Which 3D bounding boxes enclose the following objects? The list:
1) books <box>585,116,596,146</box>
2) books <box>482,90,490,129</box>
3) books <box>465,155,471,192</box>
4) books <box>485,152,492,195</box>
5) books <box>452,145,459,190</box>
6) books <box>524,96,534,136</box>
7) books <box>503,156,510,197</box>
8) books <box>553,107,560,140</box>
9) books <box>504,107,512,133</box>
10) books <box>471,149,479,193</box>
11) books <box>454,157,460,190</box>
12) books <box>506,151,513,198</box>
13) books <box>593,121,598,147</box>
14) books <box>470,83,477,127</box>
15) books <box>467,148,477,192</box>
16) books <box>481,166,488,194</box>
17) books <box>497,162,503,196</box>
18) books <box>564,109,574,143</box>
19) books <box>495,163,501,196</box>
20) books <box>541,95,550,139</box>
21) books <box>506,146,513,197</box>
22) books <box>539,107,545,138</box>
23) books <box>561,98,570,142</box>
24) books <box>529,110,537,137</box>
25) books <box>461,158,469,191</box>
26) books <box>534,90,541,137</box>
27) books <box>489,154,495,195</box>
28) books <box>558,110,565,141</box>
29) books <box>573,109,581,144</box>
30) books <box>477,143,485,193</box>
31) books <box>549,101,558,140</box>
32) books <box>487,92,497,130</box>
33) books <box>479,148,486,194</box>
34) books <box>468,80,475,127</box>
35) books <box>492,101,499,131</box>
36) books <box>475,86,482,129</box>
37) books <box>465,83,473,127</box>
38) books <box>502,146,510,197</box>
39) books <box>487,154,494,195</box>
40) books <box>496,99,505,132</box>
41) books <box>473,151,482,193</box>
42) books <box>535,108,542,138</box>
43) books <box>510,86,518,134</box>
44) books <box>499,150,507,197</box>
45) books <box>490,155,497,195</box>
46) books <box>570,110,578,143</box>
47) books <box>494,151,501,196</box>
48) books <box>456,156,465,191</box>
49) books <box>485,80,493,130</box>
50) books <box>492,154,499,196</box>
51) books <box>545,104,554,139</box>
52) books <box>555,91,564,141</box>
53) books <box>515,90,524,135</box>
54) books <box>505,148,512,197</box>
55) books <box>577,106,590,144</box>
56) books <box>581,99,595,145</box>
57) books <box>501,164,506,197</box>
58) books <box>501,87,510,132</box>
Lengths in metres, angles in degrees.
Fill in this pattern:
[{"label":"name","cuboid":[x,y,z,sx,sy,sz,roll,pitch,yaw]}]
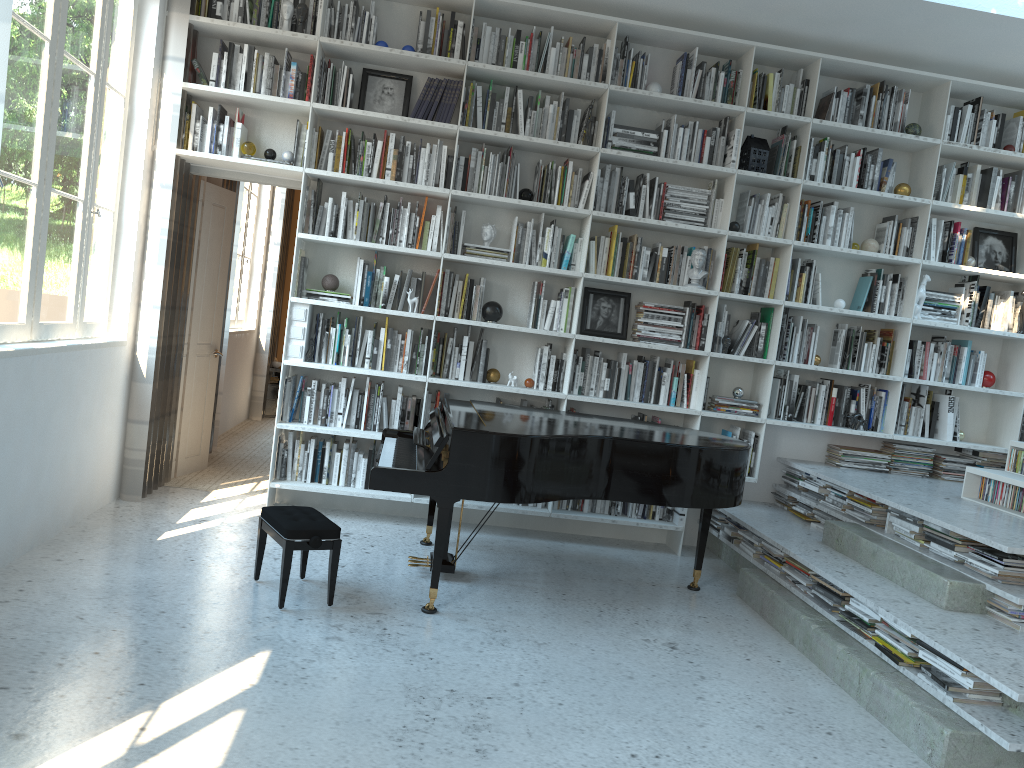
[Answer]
[{"label":"books","cuboid":[0.475,-1.515,5.425,0.028,0.212,0.134,7,4,-7]},{"label":"books","cuboid":[-0.163,-1.617,5.326,0.011,0.260,0.157,7,4,-7]},{"label":"books","cuboid":[-0.270,-1.252,5.354,0.012,0.240,0.134,7,4,-7]},{"label":"books","cuboid":[-0.148,-1.247,5.342,0.009,0.263,0.189,7,4,-7]},{"label":"books","cuboid":[-0.346,-1.285,5.349,0.012,0.285,0.159,7,4,-7]},{"label":"books","cuboid":[0.092,-1.589,5.364,0.027,0.265,0.168,7,4,-7]},{"label":"books","cuboid":[-0.041,-1.234,5.374,0.010,0.262,0.158,7,4,-7]},{"label":"books","cuboid":[0.257,-1.551,5.381,0.013,0.231,0.141,7,4,-7]},{"label":"books","cuboid":[-0.031,-1.561,5.355,0.034,0.180,0.160,7,4,-7]},{"label":"books","cuboid":[-0.230,-1.265,5.346,0.012,0.276,0.157,7,4,-7]},{"label":"books","cuboid":[-0.337,-1.243,5.337,0.015,0.208,0.186,7,4,-7]},{"label":"books","cuboid":[-0.022,-1.254,5.383,0.005,0.306,0.162,7,4,-7]},{"label":"books","cuboid":[0.497,-1.504,5.435,0.019,0.194,0.098,7,4,-7]},{"label":"books","cuboid":[-0.237,-1.640,5.317,0.010,0.287,0.148,7,4,-7]},{"label":"books","cuboid":[-0.248,-1.269,5.347,0.026,0.280,0.150,7,4,-7]},{"label":"books","cuboid":[-0.173,-1.213,5.367,0.029,0.187,0.149,7,4,-7]},{"label":"books","cuboid":[-0.082,-1.222,5.384,0.011,0.226,0.129,7,4,-7]},{"label":"books","cuboid":[0.334,-1.534,5.384,0.030,0.218,0.182,7,4,-7]},{"label":"books","cuboid":[-0.091,-1.213,5.359,0.011,0.209,0.181,7,4,-7]},{"label":"books","cuboid":[0.192,-1.587,5.380,0.026,0.287,0.137,7,4,-7]},{"label":"books","cuboid":[-0.025,-1.268,5.382,0.005,0.331,0.161,7,4,-7]},{"label":"books","cuboid":[0.170,-1.550,5.368,0.010,0.208,0.173,7,4,-7]},{"label":"books","cuboid":[0.311,-1.575,5.398,0.022,0.291,0.146,7,4,-7]},{"label":"books","cuboid":[0.114,-1.543,5.363,0.028,0.180,0.168,7,4,-7]},{"label":"books","cuboid":[-0.291,-1.245,5.365,0.024,0.219,0.140,7,4,-7]},{"label":"books","cuboid":[0.142,-1.604,5.361,0.012,0.308,0.145,7,4,-7]},{"label":"books","cuboid":[-0.130,-1.246,5.369,0.010,0.262,0.169,7,4,-7]},{"label":"books","cuboid":[0.284,-1.539,5.396,0.024,0.213,0.150,7,4,-7]},{"label":"books","cuboid":[0.381,-1.539,5.407,0.025,0.237,0.152,7,4,-7]},{"label":"books","cuboid":[-0.194,-1.282,5.363,0.011,0.317,0.154,7,4,-7]},{"label":"books","cuboid":[0.238,-1.568,5.381,0.028,0.261,0.135,7,4,-7]},{"label":"books","cuboid":[-0.131,-1.604,5.324,0.031,0.242,0.181,7,4,-7]},{"label":"books","cuboid":[-0.184,-1.262,5.344,0.010,0.284,0.183,7,4,-7]},{"label":"books","cuboid":[-0.250,-1.654,5.337,0.014,0.309,0.129,7,4,-7]},{"label":"books","cuboid":[-0.109,-1.581,5.342,0.024,0.201,0.153,7,4,-7]},{"label":"books","cuboid":[-0.201,-1.630,5.329,0.067,0.275,0.167,7,4,-7]},{"label":"books","cuboid":[-0.262,-1.642,5.316,0.013,0.284,0.158,7,4,-7]},{"label":"books","cuboid":[-0.045,-1.265,5.378,0.004,0.321,0.152,7,4,-7]},{"label":"books","cuboid":[-0.139,-1.240,5.345,0.012,0.252,0.183,7,4,-7]},{"label":"books","cuboid":[-0.081,-1.586,5.337,0.029,0.219,0.157,7,4,-7]},{"label":"books","cuboid":[-0.213,-1.256,5.350,0.024,0.262,0.177,7,4,-7]},{"label":"books","cuboid":[0.151,-1.556,5.392,0.024,0.212,0.128,7,4,-7]},{"label":"books","cuboid":[0.000,-1.626,5.361,0.013,0.315,0.135,7,4,-7]},{"label":"books","cuboid":[-0.064,-1.252,5.364,0.011,0.292,0.176,7,4,-7]},{"label":"books","cuboid":[-0.120,-1.241,5.371,0.011,0.256,0.152,7,4,-7]},{"label":"books","cuboid":[0.359,-1.534,5.390,0.022,0.223,0.161,7,4,-7]},{"label":"books","cuboid":[-0.098,-1.250,5.362,0.011,0.279,0.169,7,4,-7]},{"label":"books","cuboid":[-0.317,-1.251,5.363,0.029,0.225,0.136,7,4,-7]},{"label":"books","cuboid":[-0.147,-1.642,5.317,0.012,0.315,0.171,7,4,-7]},{"label":"books","cuboid":[-0.108,-1.241,5.356,0.009,0.261,0.180,7,4,-7]},{"label":"books","cuboid":[0.214,-1.553,5.361,0.021,0.226,0.191,7,4,-7]},{"label":"books","cuboid":[0.275,-1.589,5.369,0.011,0.314,0.183,7,4,-7]},{"label":"books","cuboid":[0.045,-1.604,5.342,0.075,0.286,0.178,7,4,-7]},{"label":"books","cuboid":[-0.032,-1.261,5.385,0.005,0.316,0.157,7,4,-7]},{"label":"books","cuboid":[0.424,-1.546,5.392,0.055,0.264,0.166,7,4,-7]},{"label":"books","cuboid":[0.442,-1.563,5.392,0.058,0.303,0.174,7,4,-7]},{"label":"books","cuboid":[-0.061,-1.215,5.393,0.012,0.217,0.133,7,4,-7]},{"label":"books","cuboid":[-0.050,-1.620,5.337,0.023,0.293,0.155,7,4,-7]}]
